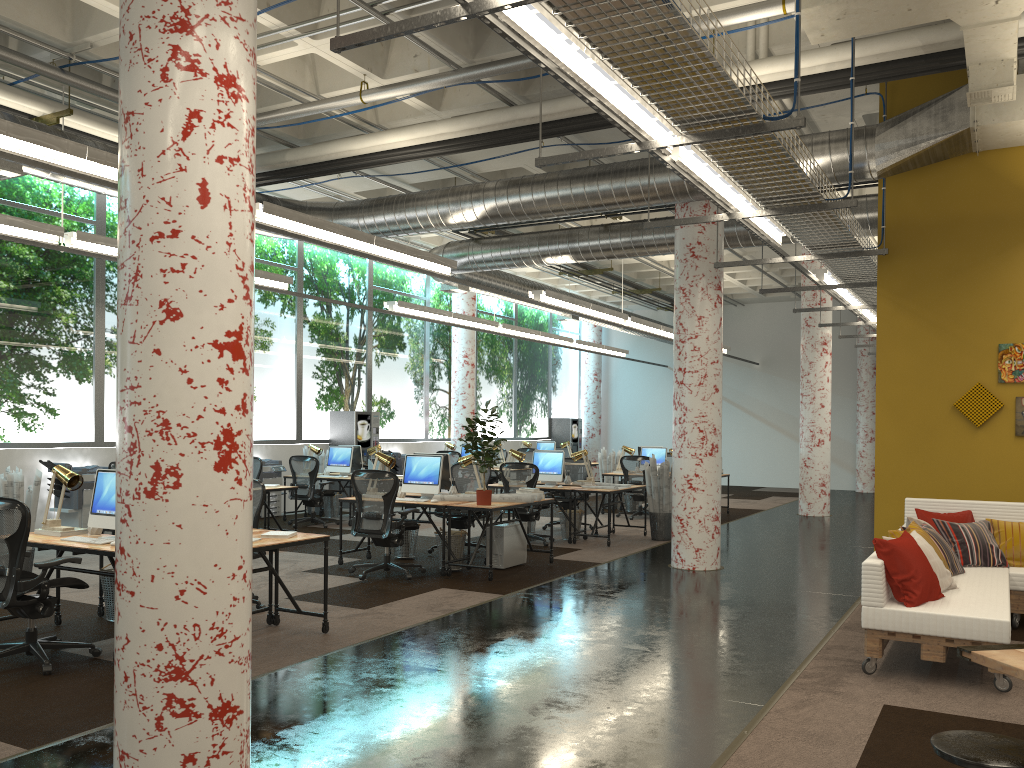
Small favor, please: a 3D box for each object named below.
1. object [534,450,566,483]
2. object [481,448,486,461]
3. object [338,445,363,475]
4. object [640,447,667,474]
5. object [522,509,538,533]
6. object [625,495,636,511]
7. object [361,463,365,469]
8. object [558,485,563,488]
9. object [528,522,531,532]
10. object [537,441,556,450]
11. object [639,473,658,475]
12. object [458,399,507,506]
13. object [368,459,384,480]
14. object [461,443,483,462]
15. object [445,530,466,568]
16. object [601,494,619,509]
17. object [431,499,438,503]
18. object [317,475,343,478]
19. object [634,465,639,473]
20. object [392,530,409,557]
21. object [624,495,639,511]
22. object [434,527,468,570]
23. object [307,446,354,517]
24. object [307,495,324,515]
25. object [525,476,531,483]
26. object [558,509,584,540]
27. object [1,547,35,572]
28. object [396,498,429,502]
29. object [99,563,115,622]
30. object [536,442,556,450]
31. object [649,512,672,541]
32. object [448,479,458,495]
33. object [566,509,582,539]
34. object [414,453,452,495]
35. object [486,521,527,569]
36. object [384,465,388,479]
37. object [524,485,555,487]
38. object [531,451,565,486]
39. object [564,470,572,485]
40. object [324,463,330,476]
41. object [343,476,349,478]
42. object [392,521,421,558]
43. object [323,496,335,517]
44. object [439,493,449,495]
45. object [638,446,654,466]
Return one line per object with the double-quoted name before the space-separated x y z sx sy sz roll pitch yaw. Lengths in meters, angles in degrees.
"object" 0.537 1.208 12.932 0.483 0.485 0.190 0 0 29
"object" -0.769 1.454 18.209 0.483 0.485 0.190 0 0 29
"object" -2.705 1.264 14.725 0.483 0.485 0.190 0 0 29
"object" 2.529 1.367 15.773 0.483 0.485 0.190 0 0 29
"object" 0.223 1.961 13.059 0.358 0.435 0.353 0 -1 25
"object" 2.200 2.159 16.423 0.235 0.403 0.119 0 0 30
"object" -2.440 1.394 14.509 0.101 0.209 0.101 1 0 -16
"object" 0.659 1.389 11.996 0.059 0.029 0.106 -1 -3 30
"object" 0.180 1.971 12.992 0.235 0.403 0.119 0 0 30
"object" 0.809 1.608 21.049 0.483 0.485 0.190 0 0 29
"object" 2.396 1.590 15.593 0.439 0.017 0.119 -1 -3 29
"object" -0.304 0.687 8.953 0.513 1.078 0.439 0 0 20
"object" -2.087 1.302 13.509 0.280 0.302 0.150 0 -1 29
"object" -0.797 1.424 17.620 0.483 0.485 0.190 0 0 29
"object" -0.613 1.771 9.517 0.235 0.403 0.119 0 0 30
"object" 1.875 2.197 16.928 0.353 0.398 0.353 1 -1 -16
"object" -0.804 1.217 9.225 0.059 0.029 0.106 -1 -3 30
"object" -2.866 1.457 13.955 0.439 0.017 0.119 -1 -3 29
"object" 2.261 1.513 15.991 0.101 0.209 0.101 1 0 -16
"object" -1.283 1.799 10.221 0.235 0.403 0.119 0 0 30
"object" 2.243 2.149 16.490 0.358 0.435 0.353 0 -1 25
"object" -0.656 1.754 9.451 0.358 0.435 0.353 0 -1 25
"object" -2.995 1.601 14.283 1.077 1.209 0.191 0 0 29
"object" -3.386 2.064 15.291 0.353 0.398 0.353 2 -1 -42
"object" 0.241 1.325 12.560 0.101 0.209 0.101 1 0 -16
"object" 0.808 1.926 12.222 0.358 0.435 0.353 0 -1 25
"object" -4.525 1.697 8.029 0.353 0.398 0.353 1 -1 -16
"object" -1.087 1.229 9.391 0.439 0.017 0.119 -1 -3 29
"object" -3.057 1.629 6.960 0.358 0.435 0.353 0 -1 25
"object" 0.781 1.579 20.459 0.483 0.485 0.190 0 0 29
"object" 2.074 1.970 12.275 0.353 0.398 0.353 1 -1 -16
"object" -0.662 1.166 9.944 0.101 0.209 0.101 1 0 -16
"object" 0.850 1.943 12.289 0.235 0.403 0.119 0 0 30
"object" -0.926 1.036 10.161 0.483 0.485 0.190 0 0 29
"object" -0.052 1.769 9.783 0.221 0.455 0.541 0 -1 29
"object" -2.015 1.309 13.638 0.280 0.302 0.150 0 -1 29
"object" 0.376 1.401 12.162 0.439 0.017 0.119 -1 -3 29
"object" 0.509 1.179 12.343 0.483 0.485 0.190 0 0 29
"object" 0.802 1.338 12.716 0.101 0.209 0.101 1 0 -16
"object" -3.001 1.381 14.353 0.101 0.209 0.101 1 0 -16
"object" -2.583 1.445 13.789 0.059 0.029 0.106 -1 -3 30
"object" -1.240 1.789 10.287 0.358 0.435 0.353 0 -1 25
"object" -3.062 2.027 14.786 0.235 0.403 0.119 0 0 30
"object" -0.798 1.279 10.343 0.439 0.017 0.119 -1 -3 29
"object" 2.557 1.396 16.363 0.483 0.485 0.190 0 0 29
